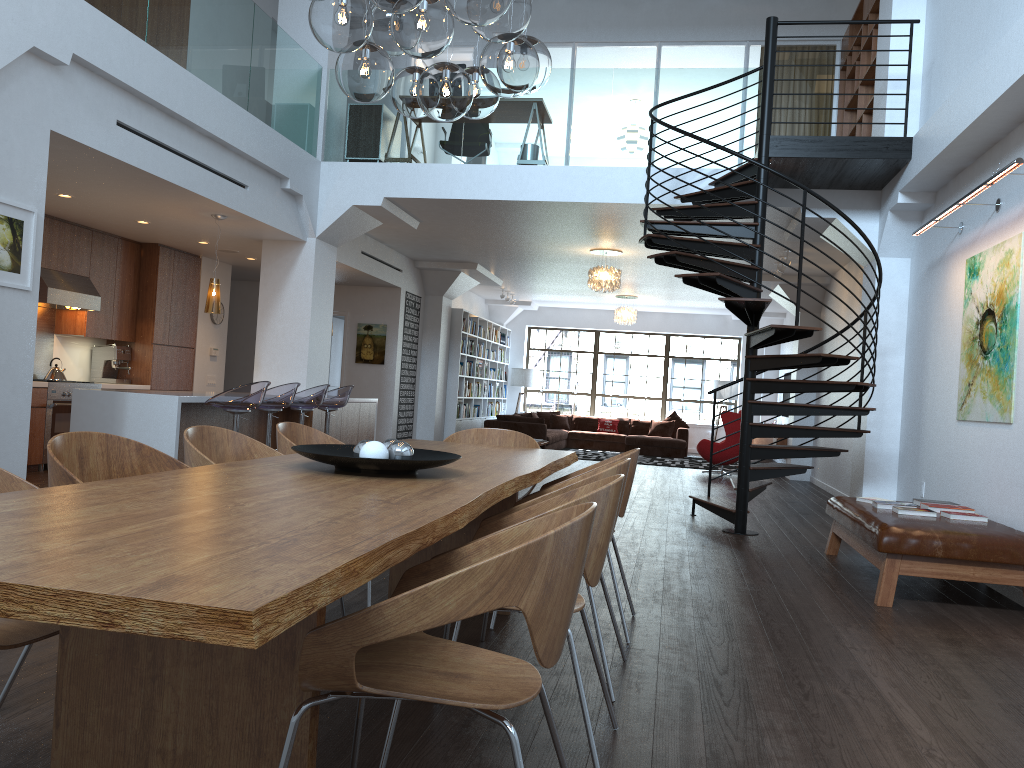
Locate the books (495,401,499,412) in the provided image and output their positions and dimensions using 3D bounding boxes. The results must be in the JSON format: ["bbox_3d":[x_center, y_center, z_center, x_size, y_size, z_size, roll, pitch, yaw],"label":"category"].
[{"bbox_3d":[-0.352,0.517,18.794,0.140,0.298,0.044,4,-1,10],"label":"books"}]

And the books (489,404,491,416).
[{"bbox_3d":[-0.529,0.521,17.909,0.183,0.253,0.034,4,-1,10],"label":"books"}]

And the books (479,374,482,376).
[{"bbox_3d":[-0.682,-0.182,16.929,0.160,0.039,0.251,4,-1,15],"label":"books"}]

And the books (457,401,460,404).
[{"bbox_3d":[-0.998,0.319,15.335,0.174,0.045,0.240,4,-1,0],"label":"books"}]

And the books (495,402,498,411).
[{"bbox_3d":[-0.402,0.520,18.689,0.198,0.284,0.066,4,-1,10],"label":"books"}]

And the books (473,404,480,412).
[{"bbox_3d":[-0.693,0.513,17.032,0.140,0.231,0.042,4,-1,10],"label":"books"}]

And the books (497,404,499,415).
[{"bbox_3d":[-0.380,0.540,18.747,0.189,0.247,0.057,4,-1,11],"label":"books"}]

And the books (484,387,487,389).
[{"bbox_3d":[-0.629,0.080,17.378,0.253,0.040,0.183,4,-1,10],"label":"books"}]

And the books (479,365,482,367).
[{"bbox_3d":[-0.678,-0.345,16.944,0.161,0.033,0.223,4,-1,10],"label":"books"}]

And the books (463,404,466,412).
[{"bbox_3d":[-0.920,0.475,15.829,0.183,0.253,0.042,4,-1,10],"label":"books"}]

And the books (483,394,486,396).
[{"bbox_3d":[-0.643,0.201,17.375,0.251,0.037,0.160,4,-1,15],"label":"books"}]

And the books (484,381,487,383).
[{"bbox_3d":[-0.605,-0.039,17.369,0.185,0.041,0.129,3,-1,25],"label":"books"}]

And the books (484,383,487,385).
[{"bbox_3d":[-0.602,-0.006,17.374,0.208,0.024,0.144,4,-1,15],"label":"books"}]

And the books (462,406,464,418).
[{"bbox_3d":[-0.940,0.489,15.674,0.161,0.223,0.032,4,-1,10],"label":"books"}]

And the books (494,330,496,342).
[{"bbox_3d":[-0.418,-0.971,18.012,0.171,0.246,0.057,4,-1,10],"label":"books"}]

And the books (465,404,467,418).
[{"bbox_3d":[-0.903,0.482,15.901,0.171,0.246,0.039,4,-1,10],"label":"books"}]

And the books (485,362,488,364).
[{"bbox_3d":[-0.598,-0.410,17.285,0.224,0.030,0.161,4,-1,20],"label":"books"}]

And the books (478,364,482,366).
[{"bbox_3d":[-0.686,-0.374,16.970,0.223,0.027,0.161,4,-1,0],"label":"books"}]

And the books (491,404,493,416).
[{"bbox_3d":[-0.488,0.525,18.099,0.183,0.253,0.034,4,-1,10],"label":"books"}]

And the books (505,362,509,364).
[{"bbox_3d":[-0.244,-0.472,19.281,0.284,0.035,0.197,3,-1,40],"label":"books"}]

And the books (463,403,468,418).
[{"bbox_3d":[-0.894,0.477,15.980,0.180,0.259,0.042,4,-1,10],"label":"books"}]

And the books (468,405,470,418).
[{"bbox_3d":[-0.858,0.493,16.152,0.174,0.236,0.142,4,-1,10],"label":"books"}]

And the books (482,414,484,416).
[{"bbox_3d":[-0.708,0.604,17.345,0.284,0.035,0.197,4,-1,10],"label":"books"}]

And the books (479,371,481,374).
[{"bbox_3d":[-0.704,-0.224,16.929,0.180,0.042,0.259,4,-1,10],"label":"books"}]

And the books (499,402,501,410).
[{"bbox_3d":[-0.333,0.524,19.013,0.176,0.290,0.053,4,-1,10],"label":"books"}]

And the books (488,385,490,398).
[{"bbox_3d":[-0.536,0.145,17.722,0.174,0.243,0.085,4,-1,10],"label":"books"}]

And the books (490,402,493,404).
[{"bbox_3d":[-0.490,0.507,18.135,0.176,0.290,0.036,4,-1,10],"label":"books"}]

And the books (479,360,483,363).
[{"bbox_3d":[-0.657,-0.432,16.953,0.129,0.043,0.185,3,-1,25],"label":"books"}]

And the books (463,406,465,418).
[{"bbox_3d":[-0.928,0.491,15.761,0.161,0.223,0.033,4,-1,10],"label":"books"}]

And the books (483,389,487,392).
[{"bbox_3d":[-0.626,0.121,17.384,0.231,0.044,0.168,4,-1,5],"label":"books"}]

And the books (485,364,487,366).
[{"bbox_3d":[-0.601,-0.381,17.277,0.223,0.031,0.161,4,-1,10],"label":"books"}]

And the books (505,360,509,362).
[{"bbox_3d":[-0.242,-0.506,19.281,0.284,0.033,0.197,3,-1,25],"label":"books"}]

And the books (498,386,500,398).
[{"bbox_3d":[-0.354,0.161,18.752,0.183,0.253,0.042,4,-1,10],"label":"books"}]

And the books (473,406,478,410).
[{"bbox_3d":[-0.730,0.524,16.841,0.146,0.202,0.027,4,-1,10],"label":"books"}]

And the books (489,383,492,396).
[{"bbox_3d":[-0.512,0.125,17.912,0.197,0.290,0.136,4,-1,10],"label":"books"}]

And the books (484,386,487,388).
[{"bbox_3d":[-0.619,0.046,17.383,0.223,0.032,0.161,4,-1,10],"label":"books"}]

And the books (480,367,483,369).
[{"bbox_3d":[-0.675,-0.309,16.936,0.183,0.042,0.253,4,-1,10],"label":"books"}]

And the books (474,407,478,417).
[{"bbox_3d":[-0.730,0.529,16.808,0.139,0.191,0.036,4,-1,10],"label":"books"}]

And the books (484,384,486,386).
[{"bbox_3d":[-0.597,0.019,17.366,0.161,0.026,0.223,4,-1,0],"label":"books"}]

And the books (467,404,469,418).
[{"bbox_3d":[-0.872,0.482,16.063,0.183,0.253,0.042,4,-1,10],"label":"books"}]

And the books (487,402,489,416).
[{"bbox_3d":[-0.564,0.502,17.759,0.198,0.284,0.066,4,-1,10],"label":"books"}]

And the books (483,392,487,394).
[{"bbox_3d":[-0.640,0.163,17.400,0.259,0.040,0.180,4,-1,10],"label":"books"}]

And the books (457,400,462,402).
[{"bbox_3d":[-0.991,0.282,15.312,0.223,0.027,0.161,4,-1,20],"label":"books"}]

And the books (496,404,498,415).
[{"bbox_3d":[-0.397,0.535,18.628,0.183,0.253,0.037,4,-1,10],"label":"books"}]

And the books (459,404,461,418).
[{"bbox_3d":[-0.984,0.470,15.476,0.180,0.251,0.048,4,-1,10],"label":"books"}]

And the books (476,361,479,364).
[{"bbox_3d":[-0.726,-0.406,16.550,0.174,0.045,0.240,4,-1,10],"label":"books"}]

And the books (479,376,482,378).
[{"bbox_3d":[-0.681,-0.143,16.930,0.171,0.039,0.246,4,-1,10],"label":"books"}]

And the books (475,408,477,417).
[{"bbox_3d":[-0.739,0.537,16.753,0.126,0.173,0.032,4,-1,10],"label":"books"}]

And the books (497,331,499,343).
[{"bbox_3d":[-0.371,-0.970,18.259,0.183,0.253,0.034,4,-1,10],"label":"books"}]

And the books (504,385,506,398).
[{"bbox_3d":[-0.218,0.158,19.446,0.176,0.290,0.053,4,-1,10],"label":"books"}]

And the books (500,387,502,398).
[{"bbox_3d":[-0.314,0.178,18.973,0.168,0.228,0.139,4,-1,10],"label":"books"}]
